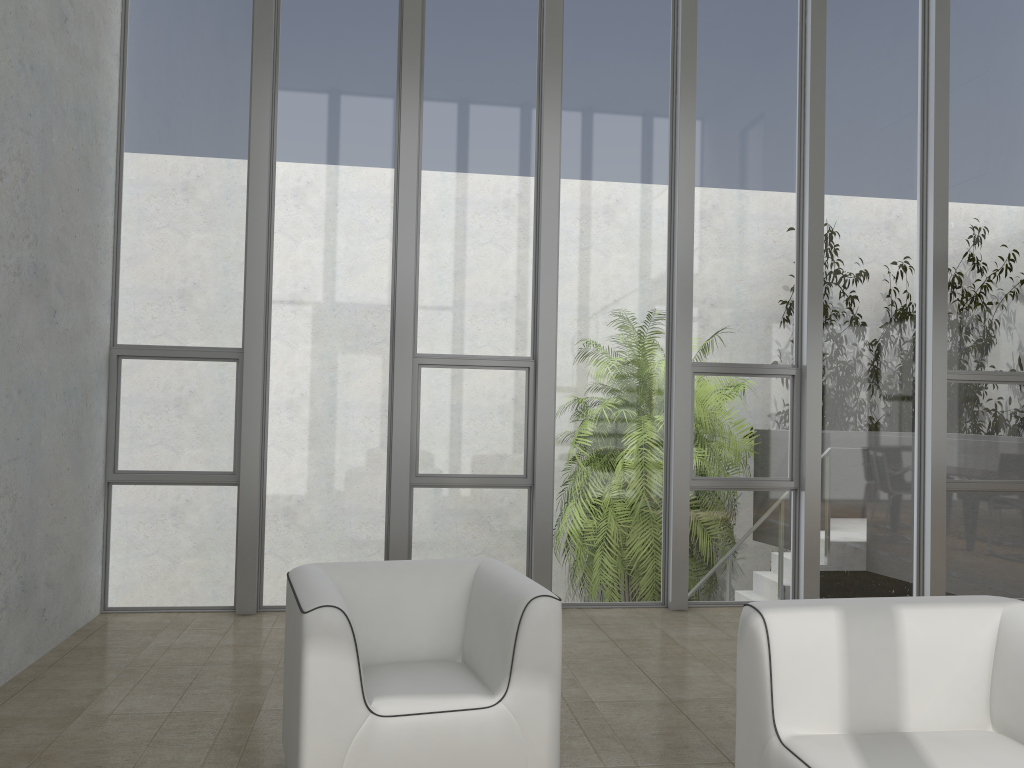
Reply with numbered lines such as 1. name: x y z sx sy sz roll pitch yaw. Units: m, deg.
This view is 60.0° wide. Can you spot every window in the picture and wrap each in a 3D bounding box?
1. window: 3.400 -1.311 6.289 0.800 5.700 0.050 2 -2 -8
2. window: -2.023 -1.454 5.507 0.800 5.700 0.050 2 -2 -8
3. window: -0.215 -1.407 5.768 0.800 5.700 0.050 2 -2 -8
4. window: 2.494 -1.335 6.174 0.741 5.650 0.010 2 -2 -8
5. window: 1.593 -1.359 6.028 0.800 5.700 0.050 2 -2 -8
6. window: -1.121 -1.430 5.652 0.741 5.650 0.010 2 -2 -8
7. window: 0.686 -1.382 5.913 0.741 5.650 0.010 2 -2 -8

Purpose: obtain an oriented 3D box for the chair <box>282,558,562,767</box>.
1. chair: -0.333 0.968 3.023 0.829 0.635 0.720 2 -2 -18

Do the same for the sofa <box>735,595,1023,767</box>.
1. sofa: 1.362 0.965 1.605 0.971 0.638 2.601 2 -2 -8
